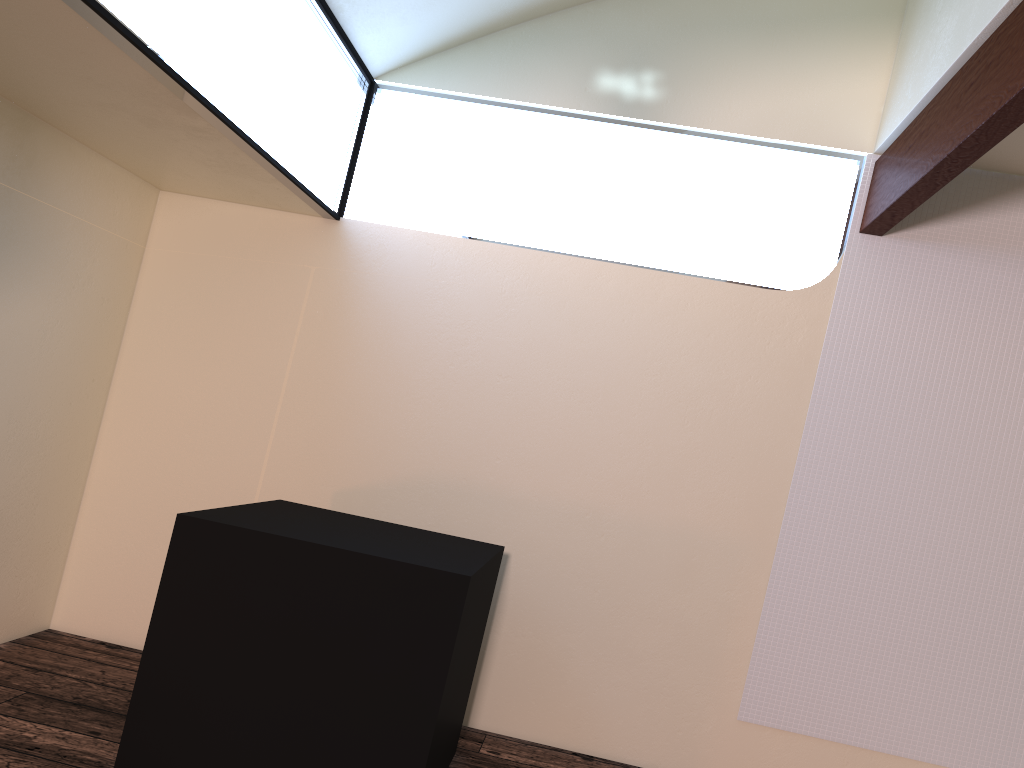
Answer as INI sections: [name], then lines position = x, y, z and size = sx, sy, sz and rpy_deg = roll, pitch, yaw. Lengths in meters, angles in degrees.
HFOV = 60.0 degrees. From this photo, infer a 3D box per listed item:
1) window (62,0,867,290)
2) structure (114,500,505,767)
[window]
position = 0.129, -1.033, 1.906
size = 2.105, 0.675, 3.527
rpy_deg = 12, -4, 7
[structure]
position = -0.582, 0.954, 2.866
size = 0.868, 0.860, 0.802
rpy_deg = 12, -2, 7
